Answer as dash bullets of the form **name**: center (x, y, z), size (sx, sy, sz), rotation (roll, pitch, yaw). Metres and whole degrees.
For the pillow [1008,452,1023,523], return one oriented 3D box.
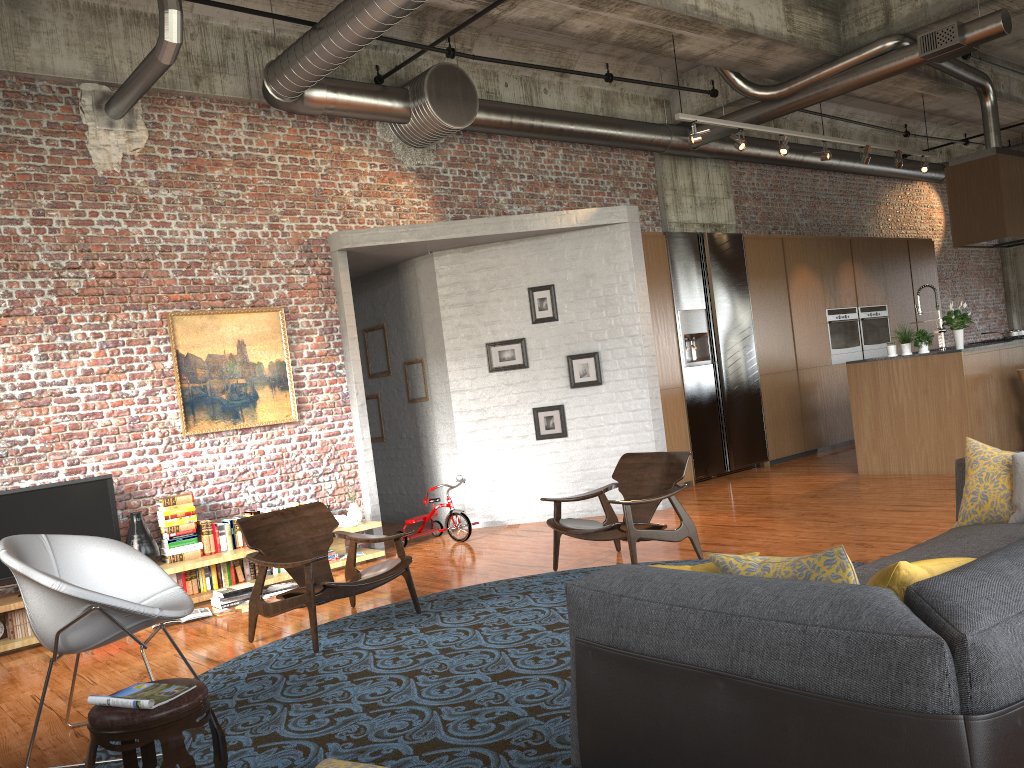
- **pillow**: center (2.288, 0.449, 3.781), size (0.365, 0.315, 0.170), rotation (-7, 1, 40)

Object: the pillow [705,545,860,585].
- **pillow**: center (0.855, 0.640, 2.552), size (0.259, 0.446, 0.537), rotation (-8, 1, -32)

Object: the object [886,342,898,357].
- **object**: center (4.077, -0.372, 9.519), size (0.107, 0.158, 0.107), rotation (-7, 1, -4)

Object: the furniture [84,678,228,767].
- **furniture**: center (-1.329, 1.386, 3.314), size (0.432, 0.477, 0.431), rotation (-7, 1, 5)

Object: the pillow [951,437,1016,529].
- **pillow**: center (2.246, 0.471, 4.028), size (0.259, 0.446, 0.537), rotation (-8, 1, -32)

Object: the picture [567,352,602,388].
- **picture**: center (0.745, -0.142, 9.102), size (0.330, 0.341, 0.015), rotation (-7, 2, 11)

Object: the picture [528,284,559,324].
- **picture**: center (0.321, -0.824, 9.160), size (0.278, 0.381, 0.015), rotation (-7, 2, 9)

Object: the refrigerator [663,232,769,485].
- **refrigerator**: center (2.223, -0.307, 11.404), size (1.514, 3.053, 1.213), rotation (-8, 2, -40)

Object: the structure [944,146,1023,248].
- **structure**: center (6.409, -2.402, 11.594), size (1.625, 1.126, 0.664), rotation (-7, 1, -39)

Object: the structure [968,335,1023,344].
- **structure**: center (6.588, -0.609, 11.682), size (1.094, 0.019, 0.679), rotation (-7, 0, -40)

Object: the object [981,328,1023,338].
- **object**: center (6.573, -0.666, 11.957), size (0.729, 0.120, 0.331), rotation (-7, 0, -4)

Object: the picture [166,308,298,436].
- **picture**: center (-2.479, -0.131, 7.937), size (1.062, 1.065, 0.040), rotation (-8, 2, -39)

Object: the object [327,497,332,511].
- **object**: center (-1.722, 1.200, 8.363), size (0.057, 0.273, 0.057), rotation (-7, 2, 10)

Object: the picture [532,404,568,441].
- **picture**: center (0.394, 0.400, 9.205), size (0.330, 0.341, 0.015), rotation (-7, 2, 11)

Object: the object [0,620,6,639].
- **object**: center (-3.744, 1.773, 6.379), size (0.168, 0.172, 0.068), rotation (-8, 1, -38)

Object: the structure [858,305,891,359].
- **structure**: center (5.536, -0.794, 13.419), size (0.858, 0.795, 0.079), rotation (-8, 2, -39)

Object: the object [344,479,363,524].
- **object**: center (-1.492, 1.084, 8.312), size (0.234, 0.446, 0.197), rotation (-6, 2, 38)

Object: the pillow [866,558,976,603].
- **pillow**: center (1.094, 0.628, 2.449), size (0.404, 0.371, 0.229), rotation (-7, 1, -30)

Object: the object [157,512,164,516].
- **object**: center (-2.784, 1.052, 7.343), size (0.248, 0.031, 0.178), rotation (-7, 0, -40)

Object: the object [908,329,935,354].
- **object**: center (4.264, -0.446, 9.212), size (0.231, 0.258, 0.236), rotation (-7, 1, -1)

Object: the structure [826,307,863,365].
- **structure**: center (4.849, -0.710, 12.848), size (0.858, 0.795, 0.079), rotation (-8, 2, -39)

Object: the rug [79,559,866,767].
- **rug**: center (0.450, 1.410, 4.326), size (4.848, 0.009, 4.841), rotation (-7, 0, 7)

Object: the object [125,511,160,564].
- **object**: center (-3.011, 1.262, 7.168), size (0.267, 0.456, 0.268), rotation (-7, 1, -9)

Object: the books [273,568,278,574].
- **books**: center (-2.100, 1.544, 7.731), size (0.040, 0.219, 0.133), rotation (-8, 2, -40)

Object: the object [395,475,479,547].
- **object**: center (5.693, 0.458, 9.032), size (20.786, 0.658, 8.783), rotation (-7, 0, -40)

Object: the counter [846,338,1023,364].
- **counter**: center (5.756, -0.412, 10.688), size (4.353, 0.174, 1.247), rotation (-7, 0, -39)

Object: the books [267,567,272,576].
- **books**: center (-2.144, 1.567, 7.690), size (0.043, 0.186, 0.129), rotation (-8, 2, -40)

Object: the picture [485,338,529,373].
- **picture**: center (-0.054, -0.298, 9.239), size (0.426, 0.316, 0.015), rotation (-7, 2, 11)

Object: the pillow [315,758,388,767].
- **pillow**: center (-0.592, 1.441, 3.045), size (0.504, 0.247, 0.480), rotation (-7, 0, 17)

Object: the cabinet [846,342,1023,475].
- **cabinet**: center (5.824, 0.145, 10.704), size (4.351, 1.244, 1.247), rotation (-7, 1, -39)

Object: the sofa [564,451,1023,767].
- **sofa**: center (1.703, 0.826, 3.149), size (2.997, 0.862, 1.364), rotation (-7, 0, -38)

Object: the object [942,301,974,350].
- **object**: center (4.507, -0.598, 8.972), size (0.304, 0.502, 0.268), rotation (-7, 1, 3)

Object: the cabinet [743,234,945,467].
- **cabinet**: center (4.915, -0.641, 13.486), size (5.330, 3.047, 0.861), rotation (-7, 1, -39)

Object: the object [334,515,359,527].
- **object**: center (-1.524, 1.255, 8.133), size (0.251, 0.123, 0.123), rotation (-7, 1, 6)

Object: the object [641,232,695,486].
- **object**: center (1.369, -0.210, 10.543), size (0.908, 3.047, 0.861), rotation (-8, 2, -40)

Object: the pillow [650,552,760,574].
- **pillow**: center (0.673, 0.682, 2.826), size (0.435, 0.319, 0.168), rotation (-7, 1, 25)

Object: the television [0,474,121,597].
- **television**: center (-3.536, 1.157, 6.668), size (0.286, 0.793, 1.087), rotation (-6, 1, 37)

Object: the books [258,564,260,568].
- **books**: center (-2.188, 1.587, 7.640), size (0.036, 0.156, 0.109), rotation (-8, 2, -40)

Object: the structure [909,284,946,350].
- **structure**: center (4.633, -0.740, 9.935), size (0.168, 0.750, 0.361), rotation (-8, 2, -40)

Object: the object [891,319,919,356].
- **object**: center (4.145, -0.494, 9.380), size (0.362, 0.382, 0.305), rotation (-7, 1, -5)
